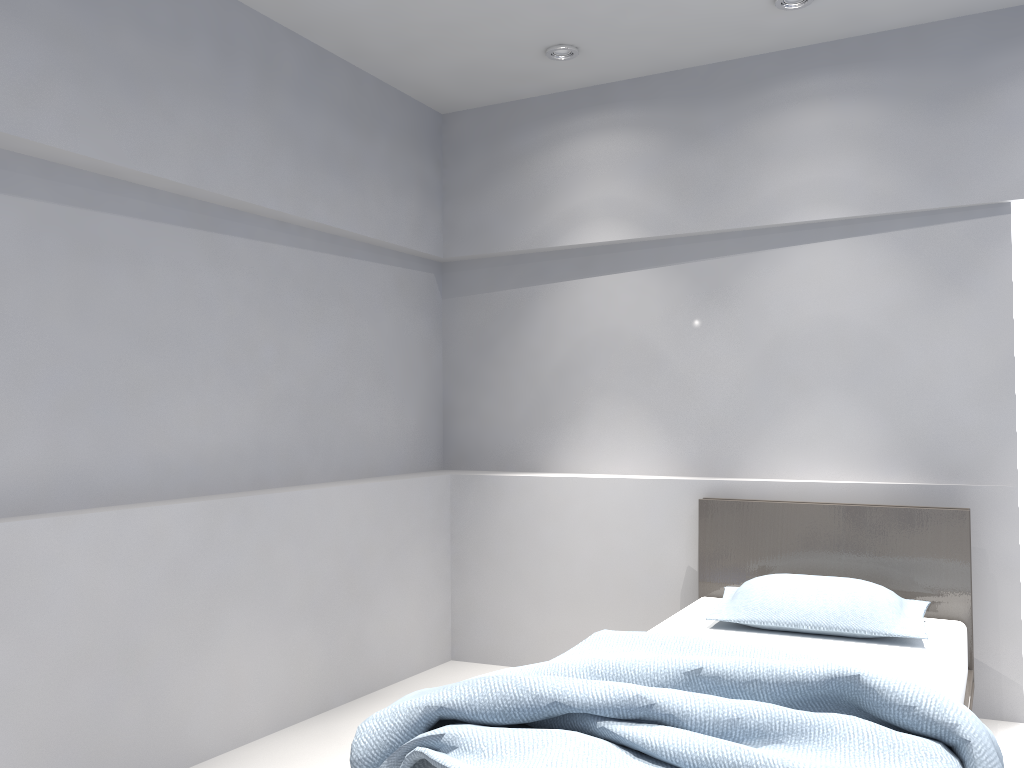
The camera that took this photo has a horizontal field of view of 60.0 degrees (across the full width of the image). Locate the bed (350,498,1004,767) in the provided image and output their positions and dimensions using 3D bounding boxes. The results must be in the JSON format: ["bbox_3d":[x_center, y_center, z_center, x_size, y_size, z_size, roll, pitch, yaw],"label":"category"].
[{"bbox_3d":[0.699,0.830,2.601,1.411,0.752,2.319,-1,-2,29],"label":"bed"}]

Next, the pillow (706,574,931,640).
[{"bbox_3d":[1.103,0.790,3.198,0.746,0.173,0.417,-1,-2,24],"label":"pillow"}]
